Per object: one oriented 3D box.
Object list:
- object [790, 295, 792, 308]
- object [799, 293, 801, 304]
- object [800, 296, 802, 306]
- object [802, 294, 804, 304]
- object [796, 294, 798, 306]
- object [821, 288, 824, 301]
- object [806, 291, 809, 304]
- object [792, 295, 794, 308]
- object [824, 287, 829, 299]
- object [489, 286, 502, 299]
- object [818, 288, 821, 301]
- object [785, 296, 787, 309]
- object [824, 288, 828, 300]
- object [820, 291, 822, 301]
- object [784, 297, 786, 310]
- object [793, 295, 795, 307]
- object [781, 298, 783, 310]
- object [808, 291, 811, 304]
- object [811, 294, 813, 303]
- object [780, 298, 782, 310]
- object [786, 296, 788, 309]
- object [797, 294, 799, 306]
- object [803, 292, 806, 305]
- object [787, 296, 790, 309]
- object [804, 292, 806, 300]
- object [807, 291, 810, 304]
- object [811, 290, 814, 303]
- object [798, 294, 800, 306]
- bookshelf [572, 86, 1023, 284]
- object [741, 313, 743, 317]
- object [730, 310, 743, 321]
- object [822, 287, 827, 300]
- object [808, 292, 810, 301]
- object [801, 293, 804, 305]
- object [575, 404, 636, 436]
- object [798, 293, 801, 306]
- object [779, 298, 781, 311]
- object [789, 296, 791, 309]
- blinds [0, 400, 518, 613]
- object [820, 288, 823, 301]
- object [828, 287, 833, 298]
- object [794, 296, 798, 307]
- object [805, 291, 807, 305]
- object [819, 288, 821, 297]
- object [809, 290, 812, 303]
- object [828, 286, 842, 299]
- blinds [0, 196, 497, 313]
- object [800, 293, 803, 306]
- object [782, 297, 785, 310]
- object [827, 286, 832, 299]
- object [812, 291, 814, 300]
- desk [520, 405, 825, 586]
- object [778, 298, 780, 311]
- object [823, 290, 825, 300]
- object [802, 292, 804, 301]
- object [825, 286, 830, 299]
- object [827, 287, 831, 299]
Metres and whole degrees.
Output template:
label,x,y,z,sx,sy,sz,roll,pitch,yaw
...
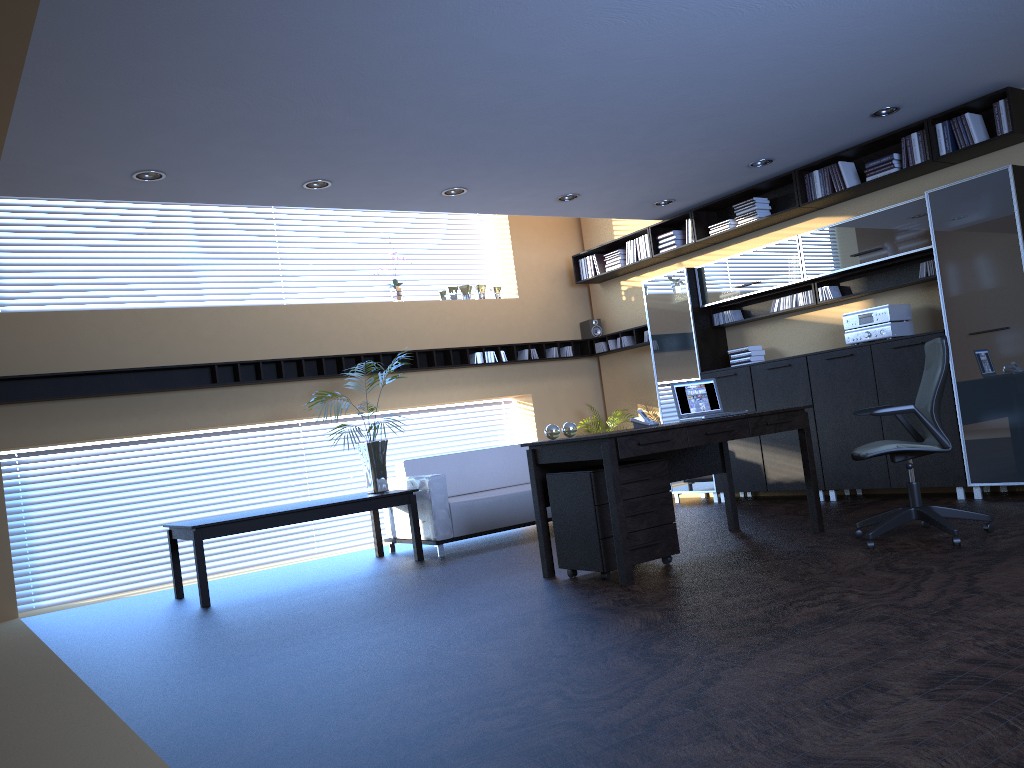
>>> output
label,x,y,z,sx,sy,sz,roll,pitch,yaw
object,2.667,-0.775,8.324,0.142,0.118,0.040,-6,-2,-34
object,2.725,-0.787,8.246,0.140,0.118,0.006,-6,-2,-34
object,2.727,-0.788,8.235,0.140,0.118,0.006,-6,-2,-35
object,2.738,-0.790,8.219,0.142,0.120,0.009,-6,-2,-34
object,2.705,-0.783,8.269,0.142,0.120,0.009,-6,-2,-35
object,2.862,-0.817,8.039,0.142,0.120,0.009,-6,-2,-34
object,2.766,-0.797,8.178,0.142,0.120,0.009,-6,-2,-35
object,2.681,-0.778,8.309,0.142,0.118,0.040,-6,-2,-35
object,2.884,-0.821,8.004,0.142,0.120,0.030,-6,-2,-34
object,-0.187,-1.056,10.364,0.124,0.149,0.118,-6,-3,-34
object,2.841,-0.813,8.060,0.140,0.118,0.006,-6,-2,-35
object,2.637,-0.768,8.376,0.142,0.118,0.040,-6,-2,-34
object,2.881,-0.820,8.014,0.140,0.117,0.026,-6,-2,-34
object,2.849,-0.814,8.053,0.140,0.118,0.006,-6,-2,-35
object,2.629,-0.767,8.383,0.142,0.118,0.040,-6,-2,-34
object,2.683,-0.779,8.298,0.140,0.116,0.036,-6,-2,-35
object,2.605,-0.762,8.415,0.140,0.116,0.036,-6,-2,-34
object,2.782,-0.800,8.152,0.142,0.120,0.009,-6,-2,-35
object,2.797,-0.803,8.138,0.142,0.120,0.009,-6,-2,-35
object,2.602,-0.761,8.425,0.140,0.116,0.036,-6,-2,-35
object,2.637,-0.769,8.364,0.140,0.116,0.036,-6,-2,-35
object,2.709,-0.784,8.260,0.142,0.120,0.009,-6,-2,-34
object,2.747,-0.793,8.201,0.142,0.120,0.009,-6,-2,-34
object,2.648,-0.771,8.347,0.142,0.118,0.040,-6,-2,-34
object,2.761,-0.795,8.198,0.142,0.120,0.009,-6,-2,-34
object,2.776,-0.798,8.172,0.142,0.120,0.009,-6,-2,-34
object,2.797,-0.803,8.125,0.142,0.120,0.009,-6,-2,-34
object,2.716,-0.786,8.252,0.140,0.118,0.006,-6,-2,-34
bookshelf,2.314,-1.682,8.588,0.361,0.340,5.136,-6,-4,-35
object,2.268,-0.688,8.925,0.140,0.116,0.036,-6,-2,-35
object,2.263,-0.687,8.921,0.142,0.118,0.040,-6,-2,-35
object,2.868,-0.818,8.031,0.142,0.120,0.009,-6,-2,-35
object,2.781,-0.799,8.163,0.140,0.118,0.006,-6,-2,-35
object,2.736,-0.790,8.217,0.140,0.118,0.006,-6,-2,-35
object,1.138,0.772,10.163,0.840,1.239,0.690,-8,-2,-1
object,2.718,-0.786,8.254,0.142,0.120,0.009,-6,-2,-34
object,2.594,-0.760,8.432,0.142,0.118,0.040,-6,-2,-34
object,2.658,-0.773,8.342,0.142,0.118,0.040,-6,-2,-34
blinds,-2.121,1.078,9.146,5.384,1.366,0.047,-5,-3,-34
object,2.852,-0.815,8.044,0.142,0.120,0.009,-6,-2,-34
object,2.906,-0.825,7.975,0.140,0.116,0.036,-6,-2,-34
object,2.690,-0.780,8.291,0.142,0.118,0.040,-6,-2,-34
object,2.759,-0.795,8.185,0.142,0.120,0.009,-6,-2,-35
object,2.844,-0.813,8.063,0.142,0.120,0.009,-6,-2,-35
object,2.788,-0.801,8.144,0.142,0.120,0.009,-6,-2,-34
object,2.908,-0.825,7.977,0.142,0.118,0.040,-6,-2,-34
blinds,-2.461,-1.473,9.220,5.384,1.460,0.039,-5,-3,-34
object,2.729,-0.789,8.225,0.142,0.120,0.009,-6,-2,-35
object,2.615,-0.764,8.398,0.142,0.118,0.040,-6,-2,-35
object,2.899,-0.824,7.989,0.142,0.120,0.030,-6,-2,-34
object,2.804,-0.805,8.118,0.142,0.120,0.009,-6,-2,-35
desk,1.145,0.713,6.038,1.892,0.890,0.916,-6,-3,-34
object,2.588,-0.758,8.440,0.142,0.118,0.040,-6,-2,-35
object,2.867,-0.818,8.029,0.140,0.118,0.006,-6,-2,-35
object,2.746,-0.792,8.212,0.142,0.120,0.009,-6,-2,-35
object,2.890,-0.823,7.996,0.142,0.120,0.030,-6,-2,-34
object,2.897,-0.824,7.987,0.140,0.117,0.026,-6,-2,-34
